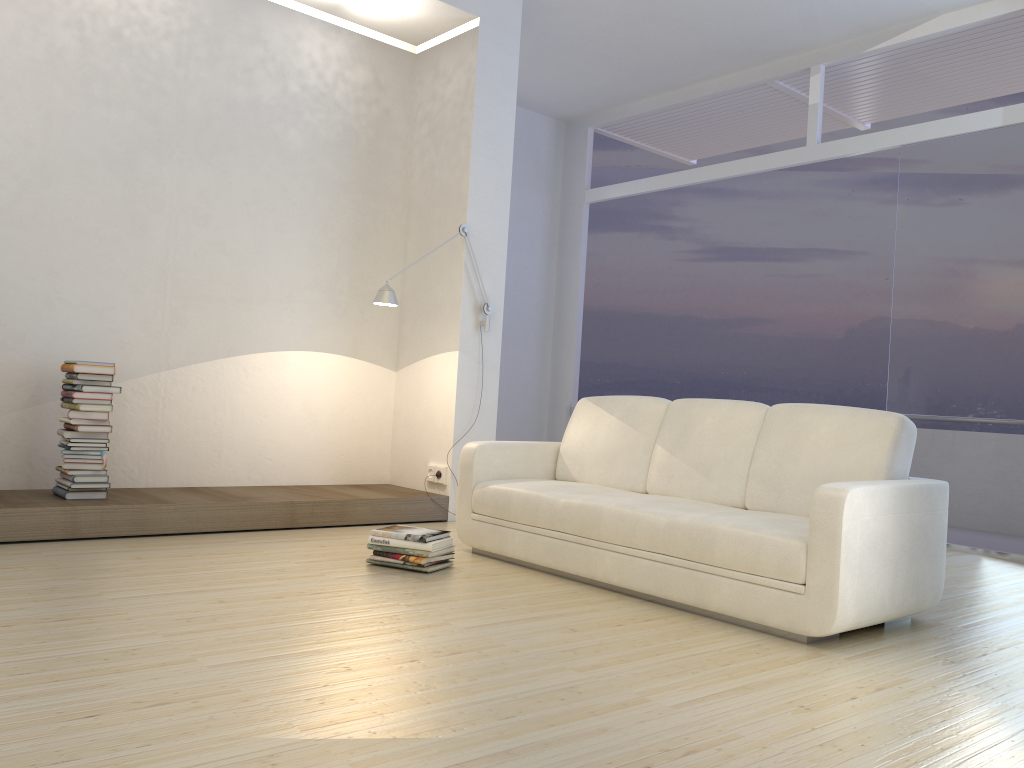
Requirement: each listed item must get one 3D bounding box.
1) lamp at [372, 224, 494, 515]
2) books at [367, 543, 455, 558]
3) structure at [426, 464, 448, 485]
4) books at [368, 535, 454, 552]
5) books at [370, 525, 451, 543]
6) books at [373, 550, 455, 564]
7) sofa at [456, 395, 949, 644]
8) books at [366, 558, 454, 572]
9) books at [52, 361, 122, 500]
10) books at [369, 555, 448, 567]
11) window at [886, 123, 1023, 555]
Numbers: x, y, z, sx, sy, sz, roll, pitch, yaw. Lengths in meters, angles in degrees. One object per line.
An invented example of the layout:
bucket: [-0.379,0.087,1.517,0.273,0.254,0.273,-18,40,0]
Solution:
lamp: [-0.522,-0.100,5.484,0.891,1.841,0.204,5,-2,-45]
books: [-0.465,0.757,4.106,0.328,0.027,0.247,3,-1,25]
structure: [-0.488,0.582,5.722,0.028,0.114,0.206,5,-2,-40]
books: [-0.463,0.725,4.107,0.319,0.038,0.247,3,-1,21]
books: [-0.467,0.693,4.110,0.287,0.025,0.247,3,-1,23]
books: [-0.451,0.785,4.095,0.287,0.025,0.247,3,-1,34]
sofa: [0.763,0.487,4.118,0.941,0.862,2.166,5,-2,-40]
books: [-0.469,0.824,4.105,0.328,0.018,0.247,3,-1,25]
books: [-2.186,0.233,4.573,0.270,0.694,0.329,5,-2,-40]
books: [-0.474,0.805,4.107,0.287,0.018,0.247,3,-1,23]
window: [3.610,-0.282,5.055,0.012,2.706,2.988,5,-2,-40]
